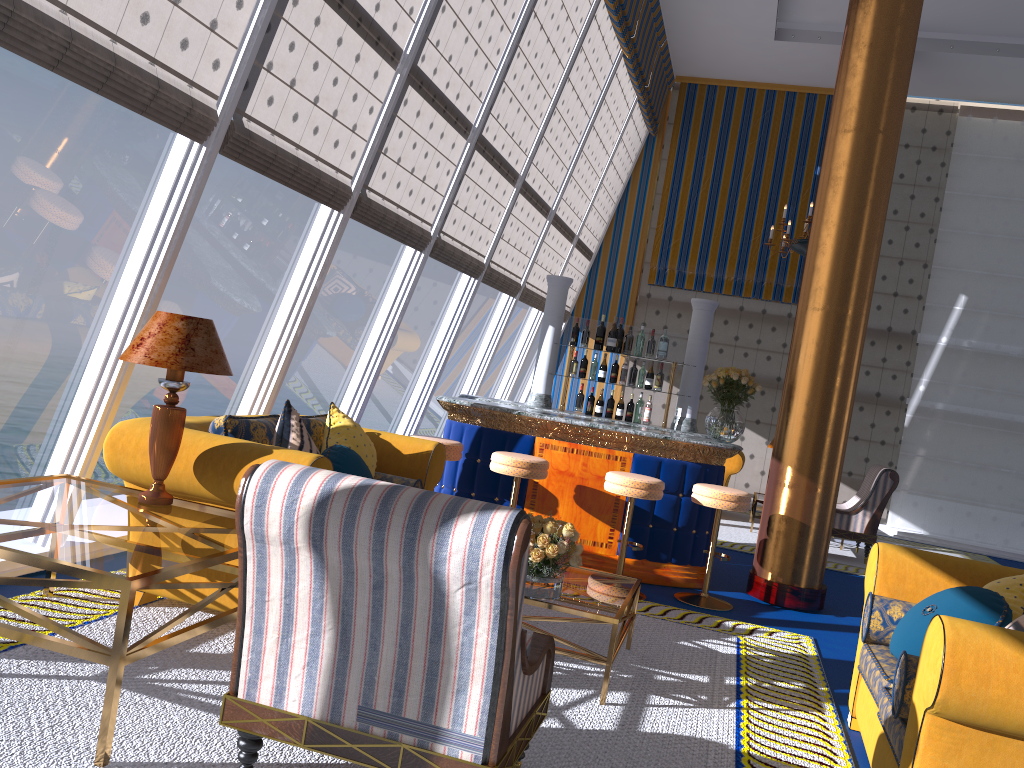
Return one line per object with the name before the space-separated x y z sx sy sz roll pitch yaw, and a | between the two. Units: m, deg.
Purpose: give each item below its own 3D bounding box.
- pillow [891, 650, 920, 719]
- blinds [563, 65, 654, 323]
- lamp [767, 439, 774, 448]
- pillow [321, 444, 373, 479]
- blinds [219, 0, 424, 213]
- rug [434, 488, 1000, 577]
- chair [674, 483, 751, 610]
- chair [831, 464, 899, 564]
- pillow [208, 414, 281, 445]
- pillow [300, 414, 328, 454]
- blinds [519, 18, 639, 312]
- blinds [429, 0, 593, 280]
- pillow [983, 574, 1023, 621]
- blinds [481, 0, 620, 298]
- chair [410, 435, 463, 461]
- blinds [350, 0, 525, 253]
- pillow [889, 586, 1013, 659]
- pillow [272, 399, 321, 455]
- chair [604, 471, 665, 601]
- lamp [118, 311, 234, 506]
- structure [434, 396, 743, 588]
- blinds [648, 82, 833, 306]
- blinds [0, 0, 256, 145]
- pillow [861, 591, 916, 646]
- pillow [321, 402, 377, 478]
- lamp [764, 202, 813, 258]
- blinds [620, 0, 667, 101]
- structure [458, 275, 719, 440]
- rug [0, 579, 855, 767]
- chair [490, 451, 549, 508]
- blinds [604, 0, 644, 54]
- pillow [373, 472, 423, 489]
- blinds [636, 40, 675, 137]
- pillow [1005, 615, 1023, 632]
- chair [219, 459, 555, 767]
pillow | 1.423 1.002 2.823 0.370 0.219 0.216 10 1 18
blinds | 1.300 -2.511 12.199 0.870 3.394 1.372 10 1 14
lamp | 3.153 0.942 10.279 0.446 0.783 0.446 9 1 -1
pillow | -0.839 0.526 4.566 0.317 0.404 0.478 10 1 27
blinds | -0.579 -2.715 4.871 0.870 3.394 1.372 10 1 14
rug | 2.539 1.616 10.106 6.225 0.011 3.611 10 1 13
chair | 1.356 1.083 5.984 0.401 0.782 0.396 9 1 -15
chair | 3.437 1.272 9.108 0.780 0.967 0.798 10 1 14
pillow | -1.304 0.412 4.384 0.245 0.549 0.610 10 1 12
pillow | -1.153 0.430 4.974 0.245 0.546 0.613 10 1 12
blinds | 0.929 -2.552 10.754 0.870 3.394 1.372 10 1 14
blinds | 0.177 -2.633 7.819 0.870 3.394 1.372 10 1 14
pillow | 1.919 0.934 3.450 0.230 0.491 0.615 10 1 20
blinds | 0.544 -2.593 9.252 0.870 3.394 1.372 10 1 14
chair | -0.590 0.760 6.167 0.403 0.782 0.394 8 1 -38
blinds | -0.205 -2.674 6.329 0.870 3.394 1.372 10 1 14
pillow | 1.640 0.931 3.330 0.394 0.367 0.456 9 1 -26
pillow | -1.043 0.401 4.390 0.279 0.619 0.694 10 1 12
chair | 0.751 0.986 5.843 0.402 0.782 0.394 9 1 -27
lamp | -1.411 0.103 3.666 0.442 0.783 0.450 10 1 29
structure | 0.479 0.792 6.585 2.309 1.065 0.770 9 1 3
blinds | 3.444 -2.672 12.350 2.647 2.990 0.153 10 1 13
blinds | -0.951 -2.755 3.418 0.870 3.394 1.372 10 1 14
pillow | 1.701 1.033 3.776 0.375 0.219 0.216 10 1 18
pillow | -0.905 0.412 4.918 0.326 0.583 0.582 10 1 34
lamp | 3.363 -2.399 9.189 1.063 2.422 1.055 9 1 -9
blinds | 1.533 -3.997 10.489 0.337 0.830 1.532 10 1 14
structure | 0.671 0.235 7.657 2.307 2.196 0.770 9 1 5
rug | -0.615 1.201 2.859 3.574 0.010 6.288 10 1 14
chair | -0.002 0.861 5.925 0.403 0.782 0.394 8 1 -38
blinds | 1.148 -4.039 8.991 0.337 0.830 1.532 10 1 14
pillow | -0.715 0.617 5.063 0.371 0.219 0.216 10 1 13
blinds | 1.918 -3.955 11.991 0.337 0.830 1.532 10 1 14
pillow | 1.742 0.931 2.920 0.326 0.456 0.524 10 1 14
chair | -0.319 0.747 2.623 0.789 0.967 0.788 10 1 14
